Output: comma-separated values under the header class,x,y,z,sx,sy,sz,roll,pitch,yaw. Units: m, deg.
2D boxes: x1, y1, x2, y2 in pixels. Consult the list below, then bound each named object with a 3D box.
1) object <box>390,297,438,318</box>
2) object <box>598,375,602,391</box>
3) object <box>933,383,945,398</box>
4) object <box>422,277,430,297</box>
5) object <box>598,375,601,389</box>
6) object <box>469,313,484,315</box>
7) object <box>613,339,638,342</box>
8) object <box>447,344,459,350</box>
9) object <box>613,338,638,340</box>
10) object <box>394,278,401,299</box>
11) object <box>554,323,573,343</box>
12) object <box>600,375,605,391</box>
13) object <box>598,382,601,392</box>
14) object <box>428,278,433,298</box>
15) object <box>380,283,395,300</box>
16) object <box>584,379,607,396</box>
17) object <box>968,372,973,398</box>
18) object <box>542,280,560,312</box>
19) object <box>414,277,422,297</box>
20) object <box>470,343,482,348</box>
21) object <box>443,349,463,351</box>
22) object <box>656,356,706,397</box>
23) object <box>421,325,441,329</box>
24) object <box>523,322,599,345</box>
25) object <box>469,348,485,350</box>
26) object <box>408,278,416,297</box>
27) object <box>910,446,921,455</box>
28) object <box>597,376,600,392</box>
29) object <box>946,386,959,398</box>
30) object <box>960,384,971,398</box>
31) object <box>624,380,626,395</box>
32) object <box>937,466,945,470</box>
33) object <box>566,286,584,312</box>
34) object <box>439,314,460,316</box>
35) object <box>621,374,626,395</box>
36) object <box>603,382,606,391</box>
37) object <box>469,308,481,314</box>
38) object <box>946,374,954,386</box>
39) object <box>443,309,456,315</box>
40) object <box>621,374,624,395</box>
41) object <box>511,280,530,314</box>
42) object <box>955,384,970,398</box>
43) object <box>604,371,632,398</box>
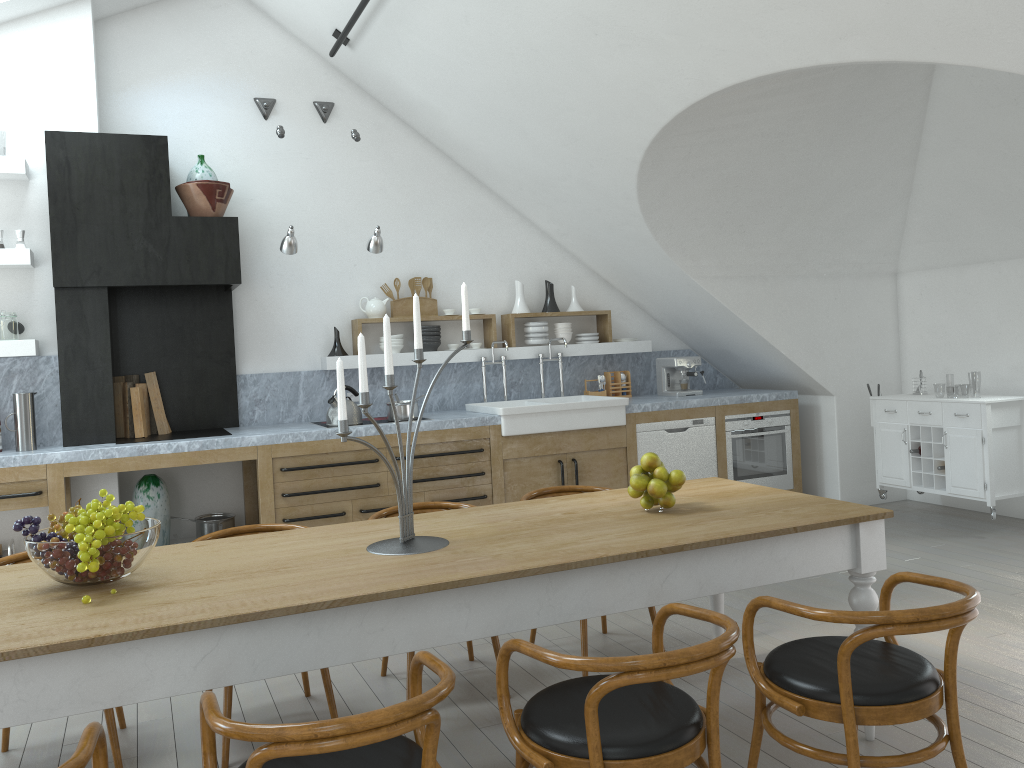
class,x,y,z,sx,sy,sz,roll,pitch,yaw
object,-0.746,-0.586,6.764,0.354,0.157,0.084,-4,1,-23
object,0.726,0.023,7.304,0.040,0.192,0.042,-3,1,15
object,3.066,0.051,6.356,0.082,0.105,0.082,-3,1,-10
object,-0.657,-0.670,6.795,0.068,0.298,0.039,-3,1,-23
object,0.721,0.027,7.289,0.018,0.196,0.020,-3,1,-13
object,-0.286,-0.541,6.943,0.164,0.012,0.164,-3,2,-5
object,0.954,-0.360,7.456,0.213,0.025,0.213,-5,3,-35
object,-0.457,-0.285,6.867,0.098,0.048,0.098,-4,2,-25
object,0.953,-0.369,7.456,0.213,0.025,0.213,-5,3,-35
object,-0.863,-0.658,6.726,0.055,0.299,0.027,-3,1,-23
object,0.416,-0.414,7.190,0.158,0.160,0.154,-3,1,5
object,0.746,0.023,7.259,0.040,0.192,0.042,-3,1,14
object,0.718,0.037,7.260,0.019,0.178,0.044,-3,1,32
object,-0.630,-0.672,6.826,0.057,0.294,0.030,-3,1,-23
object,-0.895,-0.638,6.710,0.199,0.259,0.016,-3,1,-13
object,0.682,0.043,7.286,0.173,0.171,0.100,-3,1,-21
object,3.256,0.008,6.265,0.054,0.179,0.054,-2,1,44
object,0.308,-0.711,7.191,0.156,0.268,0.156,-3,1,-19
object,-0.715,-0.666,6.768,0.057,0.299,0.019,-3,1,-23
object,-0.280,-0.297,6.943,0.098,0.048,0.098,-4,2,-25
object,-0.456,-0.261,6.868,0.164,0.012,0.164,-3,2,-5
object,1.424,-0.062,7.270,0.324,0.320,0.386,-4,2,-23
object,-0.647,-0.410,6.770,0.206,0.080,0.205,-4,2,-20
object,0.406,-0.412,7.212,0.657,0.196,0.198,-4,2,-23
object,-0.279,-0.273,6.943,0.164,0.012,0.164,-3,2,-5
object,-0.754,-0.665,6.773,0.061,0.299,0.040,-3,1,-25
object,3.034,0.485,6.479,0.317,0.085,0.082,-4,2,-22
object,0.715,0.027,7.280,0.022,0.196,0.019,-3,1,-35
object,3.131,0.060,6.299,0.077,0.085,0.077,-4,2,-35
object,3.192,0.052,6.243,0.071,0.098,0.071,-3,1,0
object,0.937,0.012,7.375,0.018,0.196,0.020,-3,1,-1
object,3.151,0.588,6.312,0.317,0.083,0.082,-4,2,-23
object,0.512,-0.701,7.287,0.156,0.218,0.156,-4,1,-42
object,-0.483,-0.528,6.859,0.164,0.012,0.164,-3,2,-5
object,0.928,0.010,7.361,0.040,0.192,0.042,-3,1,27
object,0.754,0.035,7.271,0.019,0.178,0.044,-3,1,-38
object,-0.288,-0.565,6.943,0.098,0.048,0.098,-4,2,-25
object,3.146,0.015,6.362,0.048,0.169,0.048,-3,1,-35
object,-0.485,-0.551,6.859,0.098,0.048,0.098,-4,2,-25
object,0.923,0.012,7.390,0.018,0.196,0.023,-3,1,-15
object,0.065,-0.695,7.091,0.156,0.268,0.156,-4,1,-34
object,3.217,0.050,6.331,0.093,0.093,0.094,-4,2,-35
object,0.881,0.004,7.383,0.200,0.223,0.104,-3,1,-23
